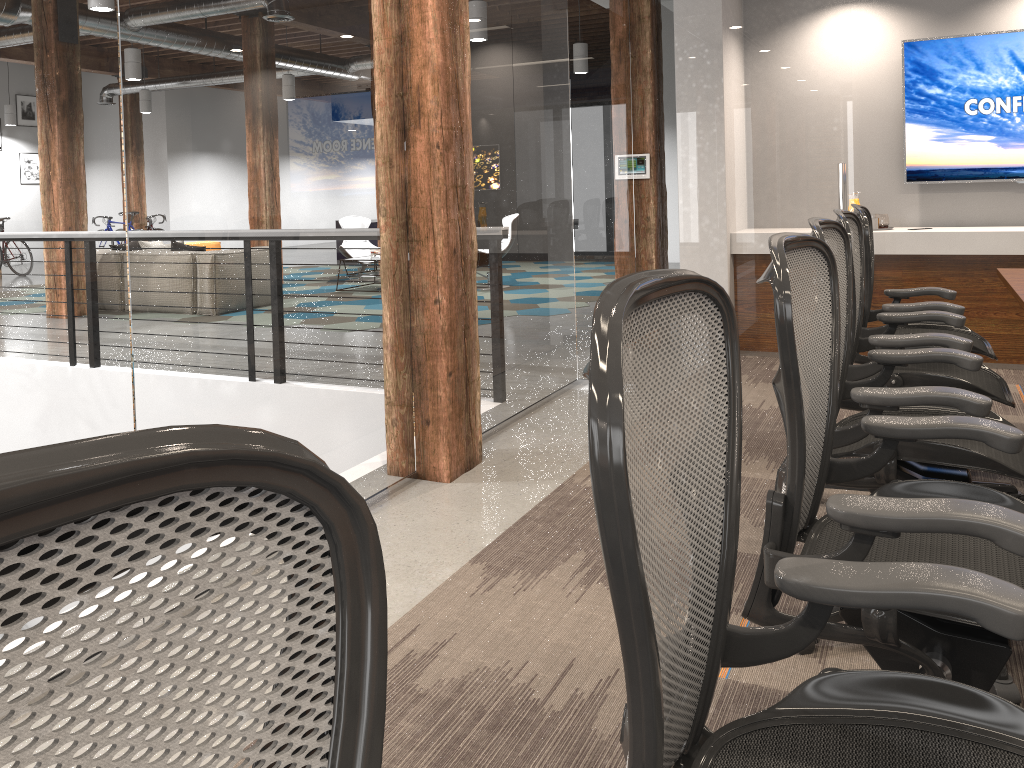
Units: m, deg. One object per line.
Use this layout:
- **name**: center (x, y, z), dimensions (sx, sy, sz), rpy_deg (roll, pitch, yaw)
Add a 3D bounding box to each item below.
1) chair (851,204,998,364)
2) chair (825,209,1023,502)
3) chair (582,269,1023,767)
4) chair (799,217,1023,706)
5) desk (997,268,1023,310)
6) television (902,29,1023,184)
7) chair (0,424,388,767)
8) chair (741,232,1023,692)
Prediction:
- **chair**: center (1.799, -0.241, 3.754), dimensions (0.763, 1.077, 0.812), rpy_deg (1, 6, 31)
- **chair**: center (1.427, -0.081, 3.078), dimensions (0.792, 1.078, 0.783), rpy_deg (-1, 5, 9)
- **chair**: center (0.420, 0.437, 0.856), dimensions (0.761, 1.077, 0.815), rpy_deg (0, 6, 15)
- **chair**: center (1.118, 0.098, 2.303), dimensions (0.761, 1.077, 0.815), rpy_deg (0, 6, 18)
- **desk**: center (1.629, 0.514, 1.078), dimensions (1.405, 0.741, 6.163), rpy_deg (3, 13, 25)
- **television**: center (3.642, -1.891, 5.785), dimensions (1.911, 1.095, 0.065), rpy_deg (3, 3, 25)
- **chair**: center (0.004, 0.596, 0.186), dimensions (0.792, 1.078, 0.783), rpy_deg (-1, 5, 7)
- **chair**: center (0.768, 0.262, 1.604), dimensions (0.792, 1.078, 0.783), rpy_deg (-1, 5, 11)
